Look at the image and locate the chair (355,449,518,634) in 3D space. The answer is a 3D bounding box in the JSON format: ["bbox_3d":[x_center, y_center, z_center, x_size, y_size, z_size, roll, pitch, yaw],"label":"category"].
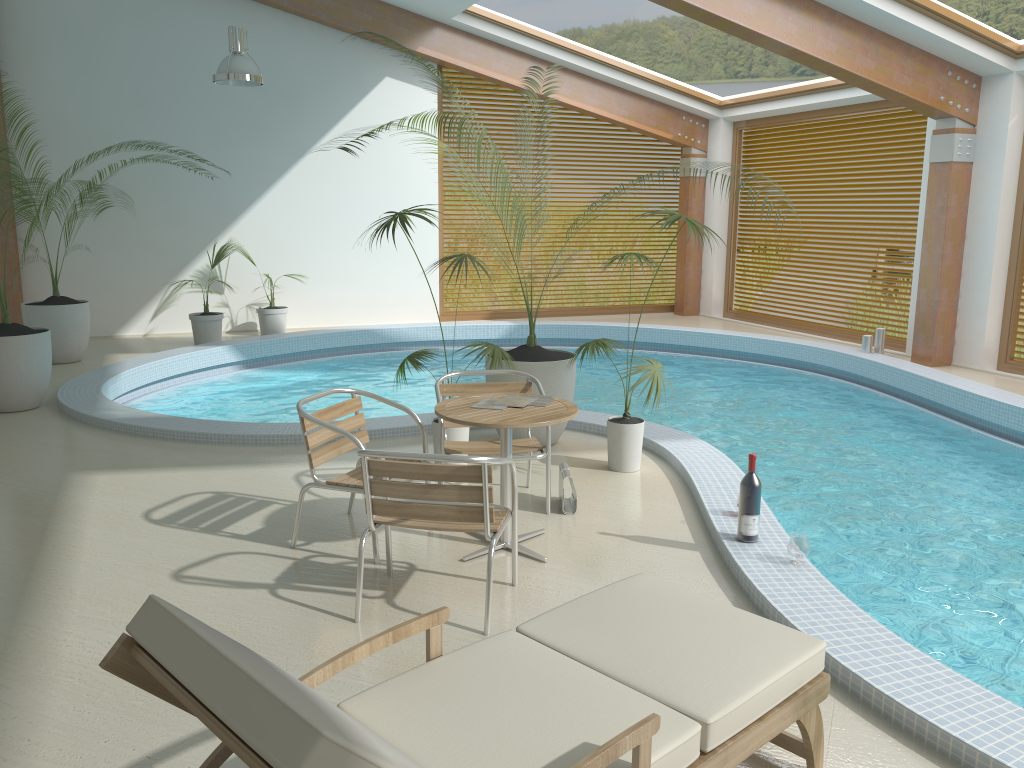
[{"bbox_3d":[-0.315,0.575,3.776,0.618,0.727,0.563,2,11,10],"label":"chair"}]

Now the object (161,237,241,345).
[{"bbox_3d":[-3.711,-1.151,10.941,0.822,1.310,1.067,4,12,17],"label":"object"}]

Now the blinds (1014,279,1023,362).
[{"bbox_3d":[6.214,-1.257,7.587,0.095,2.921,4.200,-4,12,-21],"label":"blinds"}]

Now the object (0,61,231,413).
[{"bbox_3d":[-4.149,-1.292,7.347,2.979,2.960,2.729,8,13,33],"label":"object"}]

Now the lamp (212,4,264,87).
[{"bbox_3d":[-2.800,-4.044,8.905,0.506,1.958,0.505,-4,12,-21],"label":"lamp"}]

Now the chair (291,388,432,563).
[{"bbox_3d":[-0.747,0.425,4.521,0.563,0.727,0.618,5,12,20],"label":"chair"}]

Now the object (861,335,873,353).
[{"bbox_3d":[4.088,-0.466,10.206,0.115,0.204,0.115,4,12,18],"label":"object"}]

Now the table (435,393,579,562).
[{"bbox_3d":[-0.029,0.466,4.393,0.700,0.720,0.700,0,11,-2],"label":"table"}]

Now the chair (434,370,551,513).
[{"bbox_3d":[-0.122,0.326,5.049,0.618,0.727,0.563,-1,11,-9],"label":"chair"}]

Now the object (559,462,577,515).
[{"bbox_3d":[0.318,0.592,5.052,0.081,0.223,0.272,0,11,-2],"label":"object"}]

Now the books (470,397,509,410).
[{"bbox_3d":[-0.084,0.097,4.393,0.166,0.004,0.241,4,12,19],"label":"books"}]

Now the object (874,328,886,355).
[{"bbox_3d":[4.347,-0.497,10.486,0.115,0.320,0.115,6,12,27],"label":"object"}]

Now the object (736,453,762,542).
[{"bbox_3d":[1.160,0.551,4.323,0.109,0.435,0.109,3,11,13],"label":"object"}]

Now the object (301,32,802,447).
[{"bbox_3d":[0.238,-1.004,6.049,2.979,2.960,2.729,0,11,-4],"label":"object"}]

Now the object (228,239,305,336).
[{"bbox_3d":[-3.170,-1.278,11.608,1.067,1.310,0.822,-1,11,-10],"label":"object"}]

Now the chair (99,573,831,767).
[{"bbox_3d":[0.007,0.819,2.218,1.903,0.866,0.861,-10,15,-42],"label":"chair"}]

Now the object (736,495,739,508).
[{"bbox_3d":[1.239,0.633,4.690,0.102,0.137,0.102,-2,11,-13],"label":"object"}]

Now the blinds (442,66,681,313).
[{"bbox_3d":[0.775,-3.119,13.949,4.500,4.025,0.099,-4,12,-21],"label":"blinds"}]

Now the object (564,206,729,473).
[{"bbox_3d":[0.833,-0.276,5.676,0.791,1.695,1.059,-7,13,-34],"label":"object"}]

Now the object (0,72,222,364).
[{"bbox_3d":[-4.848,-1.738,9.588,2.729,2.960,2.979,-9,15,-40],"label":"object"}]

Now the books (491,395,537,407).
[{"bbox_3d":[0.014,0.086,4.430,0.166,0.004,0.241,4,12,19],"label":"books"}]

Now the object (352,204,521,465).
[{"bbox_3d":[-0.460,-0.268,5.584,1.059,1.695,0.791,3,11,14],"label":"object"}]

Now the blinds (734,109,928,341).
[{"bbox_3d":[4.357,-2.173,12.174,0.095,2.921,4.200,-4,12,-21],"label":"blinds"}]

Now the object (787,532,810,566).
[{"bbox_3d":[1.313,0.756,4.065,0.102,0.137,0.102,-2,11,-13],"label":"object"}]

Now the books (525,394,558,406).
[{"bbox_3d":[0.123,0.082,4.473,0.166,0.004,0.241,4,12,19],"label":"books"}]
